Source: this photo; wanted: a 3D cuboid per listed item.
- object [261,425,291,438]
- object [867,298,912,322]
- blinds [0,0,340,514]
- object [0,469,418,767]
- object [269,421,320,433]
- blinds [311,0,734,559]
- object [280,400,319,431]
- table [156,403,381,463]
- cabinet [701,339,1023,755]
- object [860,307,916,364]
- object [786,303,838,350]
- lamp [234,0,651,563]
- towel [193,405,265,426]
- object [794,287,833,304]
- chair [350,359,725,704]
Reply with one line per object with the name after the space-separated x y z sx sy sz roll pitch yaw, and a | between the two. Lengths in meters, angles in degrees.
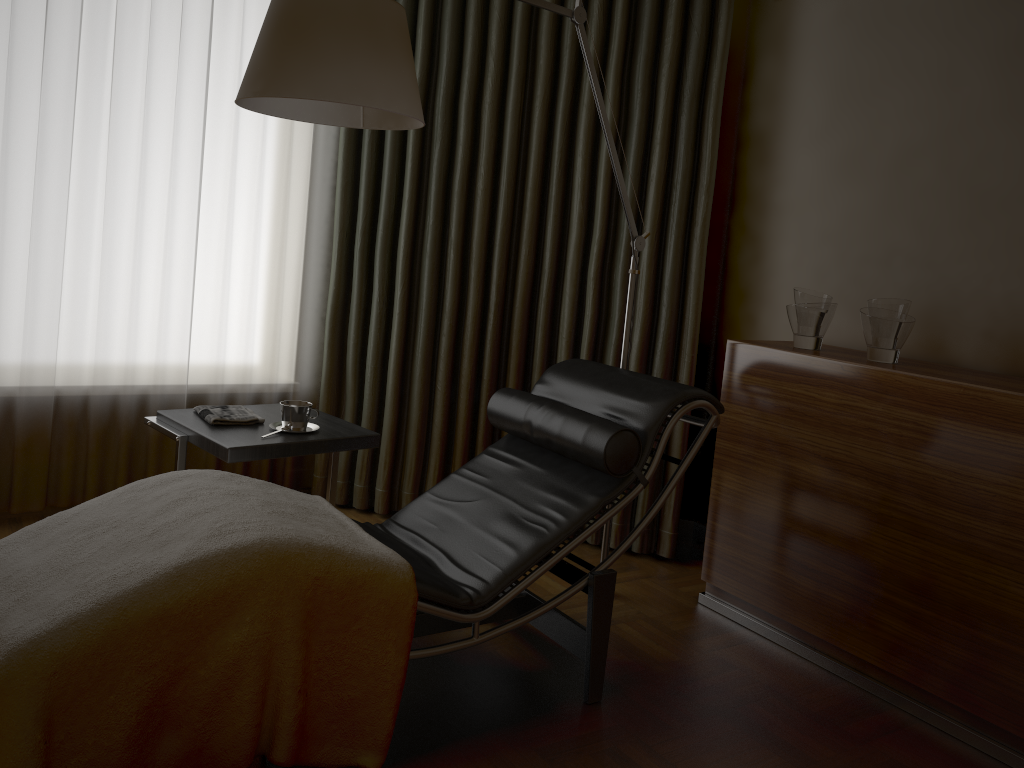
-0.696 0.139 2.600 0.029 0.019 0.124 9 9 24 | object
1.108 -0.182 2.614 0.123 0.149 0.122 9 7 35 | object
-1.630 -0.678 3.075 2.193 2.276 0.093 1 5 -34 | blinds
-0.764 0.514 1.952 0.907 0.516 0.927 0 9 -34 | object
-0.664 0.134 2.696 0.150 0.009 0.151 1 10 -29 | object
0.003 -0.653 3.493 1.535 2.437 0.225 6 4 11 | blinds
-0.655 0.098 2.698 0.110 0.078 0.099 1 8 -33 | object
-0.765 0.141 2.765 0.499 0.045 0.522 -3 12 -43 | table
1.304 0.427 2.362 0.415 0.855 1.691 2 8 -34 | cabinet
1.105 -0.143 2.617 0.156 0.153 0.157 -1 9 -44 | object
0.956 -0.192 2.838 0.156 0.153 0.156 7 6 12 | object
-0.066 -0.188 2.415 1.412 1.954 0.455 2 5 -31 | lamp
-0.886 0.097 2.771 0.178 0.035 0.243 0 10 -30 | towel
0.960 -0.230 2.835 0.123 0.149 0.123 10 7 37 | object
-0.304 0.364 2.226 1.786 0.792 0.641 0 8 -34 | chair
